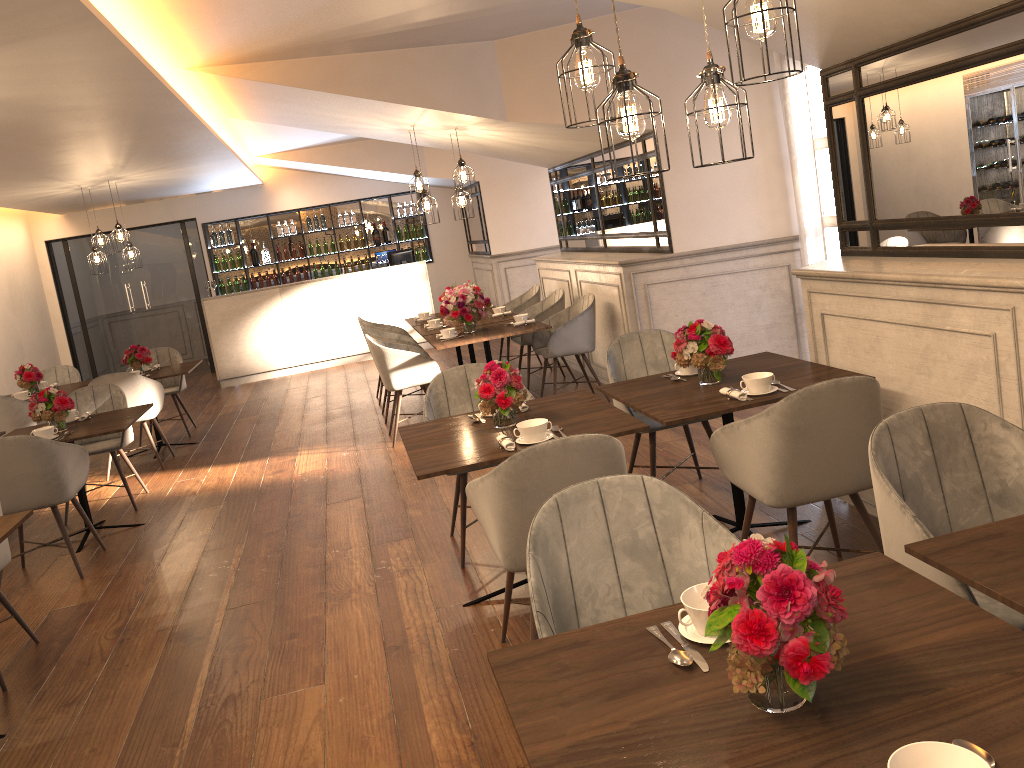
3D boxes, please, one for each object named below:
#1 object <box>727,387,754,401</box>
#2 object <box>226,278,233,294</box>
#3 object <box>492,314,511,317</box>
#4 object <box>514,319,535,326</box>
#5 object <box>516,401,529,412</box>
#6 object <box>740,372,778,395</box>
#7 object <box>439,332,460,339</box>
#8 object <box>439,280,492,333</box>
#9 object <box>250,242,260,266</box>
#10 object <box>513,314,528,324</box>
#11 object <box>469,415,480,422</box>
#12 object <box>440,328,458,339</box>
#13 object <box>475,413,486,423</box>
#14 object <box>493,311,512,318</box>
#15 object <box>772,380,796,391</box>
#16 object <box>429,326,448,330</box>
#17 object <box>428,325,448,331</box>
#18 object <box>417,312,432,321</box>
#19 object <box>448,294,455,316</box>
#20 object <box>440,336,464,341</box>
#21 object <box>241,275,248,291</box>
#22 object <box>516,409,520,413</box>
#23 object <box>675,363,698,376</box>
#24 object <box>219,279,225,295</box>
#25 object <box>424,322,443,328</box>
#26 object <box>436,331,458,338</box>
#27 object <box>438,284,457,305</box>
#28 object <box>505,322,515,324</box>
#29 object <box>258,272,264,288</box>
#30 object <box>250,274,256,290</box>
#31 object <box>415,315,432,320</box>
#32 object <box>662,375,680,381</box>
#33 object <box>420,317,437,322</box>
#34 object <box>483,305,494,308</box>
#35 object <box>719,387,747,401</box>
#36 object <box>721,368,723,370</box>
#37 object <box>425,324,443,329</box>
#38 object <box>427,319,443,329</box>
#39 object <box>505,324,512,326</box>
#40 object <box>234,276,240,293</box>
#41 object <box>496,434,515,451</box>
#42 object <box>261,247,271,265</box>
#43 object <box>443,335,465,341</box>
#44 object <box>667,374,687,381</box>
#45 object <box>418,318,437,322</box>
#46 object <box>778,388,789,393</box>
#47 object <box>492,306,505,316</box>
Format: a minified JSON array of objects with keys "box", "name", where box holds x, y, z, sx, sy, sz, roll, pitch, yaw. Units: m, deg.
[{"box":[0.921,0.038,3.574,0.025,0.024,0.194,-11,11,-10],"name":"object"},{"box":[-4.267,-1.475,13.344,0.066,0.259,0.066,-14,9,-32],"name":"object"},{"box":[-0.104,-0.625,8.012,0.193,0.024,0.025,-11,9,-11],"name":"object"},{"box":[0.101,-0.490,7.070,0.176,0.039,0.056,-11,10,-11],"name":"object"},{"box":[0.037,0.094,4.013,0.056,0.039,0.177,-11,10,-10],"name":"object"},{"box":[0.996,0.001,3.577,0.149,0.072,0.148,-18,13,-42],"name":"object"},{"box":[-0.509,-0.390,7.114,0.193,0.024,0.025,-11,9,-11],"name":"object"},{"box":[-0.377,-0.627,7.168,0.421,0.422,0.407,-13,10,-22],"name":"object"},{"box":[-3.901,-1.962,13.378,0.104,0.357,0.104,-15,10,-38],"name":"object"},{"box":[0.075,-0.523,7.179,0.148,0.072,0.150,-3,12,32],"name":"object"},{"box":[-0.169,0.151,3.955,0.043,0.015,0.198,-11,11,-6],"name":"object"},{"box":[-0.506,-0.400,7.032,0.148,0.072,0.150,-3,12,32],"name":"object"},{"box":[-0.140,0.153,3.954,0.022,0.004,0.212,-11,11,-10],"name":"object"},{"box":[-0.088,-0.629,7.979,0.176,0.039,0.056,-11,10,-11],"name":"object"},{"box":[1.106,0.004,3.620,0.043,0.015,0.198,-12,11,-14],"name":"object"},{"box":[-0.648,-0.499,7.874,0.211,0.004,0.022,-11,11,-11],"name":"object"},{"box":[-0.649,-0.498,7.838,0.198,0.015,0.043,-12,11,-14],"name":"object"},{"box":[-0.877,-0.673,8.814,0.148,0.072,0.150,-3,12,32],"name":"object"},{"box":[-0.508,-0.710,8.062,0.234,0.299,0.308,-8,9,9],"name":"object"},{"box":[-0.459,-0.360,6.965,0.211,0.004,0.022,-11,11,-11],"name":"object"},{"box":[-4.053,-1.518,13.385,0.066,0.259,0.066,-14,9,-32],"name":"object"},{"box":[0.007,0.109,3.998,0.025,0.024,0.194,-11,11,-10],"name":"object"},{"box":[0.837,-0.083,4.163,0.149,0.072,0.148,-18,13,-42],"name":"object"},{"box":[-4.373,-1.454,13.324,0.066,0.259,0.066,-14,9,-32],"name":"object"},{"box":[-0.716,-0.539,8.054,0.176,0.039,0.056,-11,10,-11],"name":"object"},{"box":[-0.526,-0.400,7.145,0.176,0.039,0.056,-11,10,-11],"name":"object"},{"box":[-0.605,-0.849,8.871,0.234,0.299,0.308,-3,11,36],"name":"object"},{"box":[0.038,-0.508,7.289,0.198,0.015,0.043,-12,11,-14],"name":"object"},{"box":[-3.818,-1.565,13.430,0.066,0.259,0.066,-14,9,-32],"name":"object"},{"box":[-3.924,-1.544,13.410,0.066,0.259,0.066,-14,9,-32],"name":"object"},{"box":[-0.898,-0.673,8.927,0.176,0.039,0.056,-11,10,-11],"name":"object"},{"box":[0.744,-0.032,4.129,0.043,0.015,0.198,-11,11,-6],"name":"object"},{"box":[-0.831,-0.632,8.711,0.198,0.015,0.043,-12,11,-14],"name":"object"},{"box":[-0.270,-0.763,8.852,0.176,0.039,0.056,-11,10,-11],"name":"object"},{"box":[0.889,0.039,3.558,0.056,0.039,0.177,-11,10,-10],"name":"object"},{"box":[0.950,-0.089,4.187,0.056,0.039,0.177,-11,10,-10],"name":"object"},{"box":[-0.698,-0.529,8.023,0.193,0.024,0.025,-11,9,-11],"name":"object"},{"box":[-0.695,-0.539,7.941,0.148,0.072,0.150,-3,12,32],"name":"object"},{"box":[0.039,-0.496,7.254,0.211,0.004,0.022,-11,11,-11],"name":"object"},{"box":[-4.160,-1.496,13.365,0.066,0.259,0.066,-14,9,-32],"name":"object"},{"box":[-0.024,0.223,3.384,0.056,0.039,0.177,-11,10,-10],"name":"object"},{"box":[-3.732,-1.955,13.408,0.108,0.279,0.109,-4,9,35],"name":"object"},{"box":[-0.459,-0.358,6.929,0.198,0.015,0.043,-12,11,-14],"name":"object"},{"box":[0.773,-0.031,4.128,0.022,0.004,0.212,-11,11,-10],"name":"object"},{"box":[-0.830,-0.633,8.747,0.211,0.004,0.022,-11,11,-11],"name":"object"},{"box":[1.071,0.015,3.621,0.022,0.004,0.212,-11,11,-10],"name":"object"},{"box":[-0.115,-0.662,8.088,0.148,0.072,0.150,-3,12,32],"name":"object"}]
